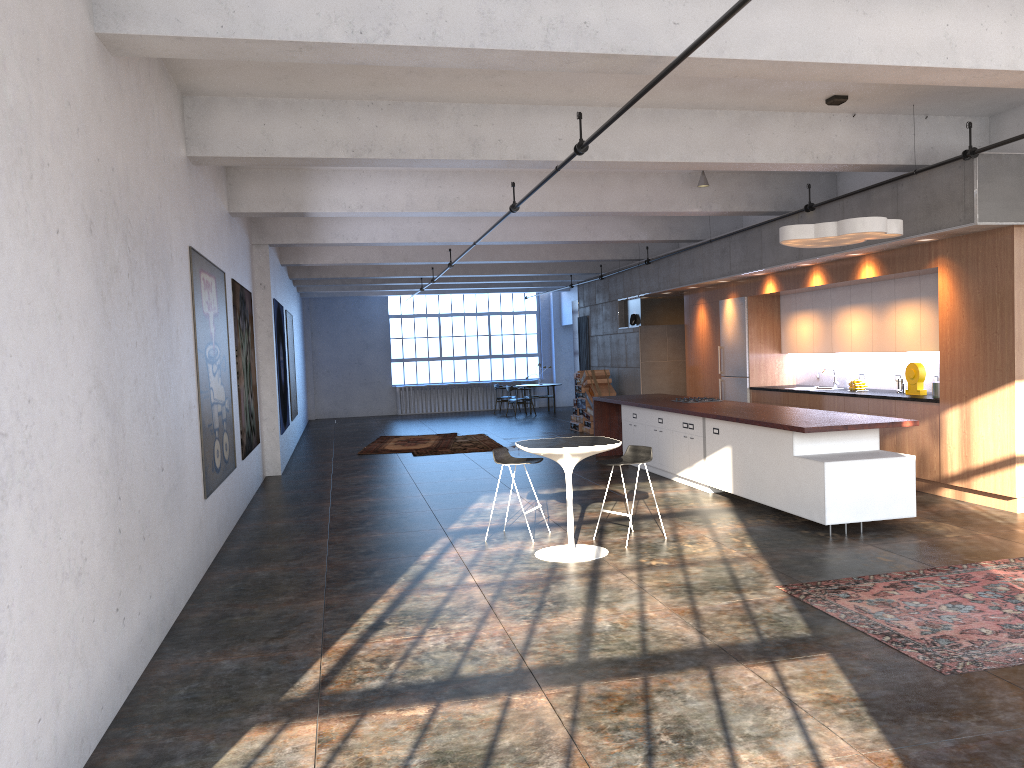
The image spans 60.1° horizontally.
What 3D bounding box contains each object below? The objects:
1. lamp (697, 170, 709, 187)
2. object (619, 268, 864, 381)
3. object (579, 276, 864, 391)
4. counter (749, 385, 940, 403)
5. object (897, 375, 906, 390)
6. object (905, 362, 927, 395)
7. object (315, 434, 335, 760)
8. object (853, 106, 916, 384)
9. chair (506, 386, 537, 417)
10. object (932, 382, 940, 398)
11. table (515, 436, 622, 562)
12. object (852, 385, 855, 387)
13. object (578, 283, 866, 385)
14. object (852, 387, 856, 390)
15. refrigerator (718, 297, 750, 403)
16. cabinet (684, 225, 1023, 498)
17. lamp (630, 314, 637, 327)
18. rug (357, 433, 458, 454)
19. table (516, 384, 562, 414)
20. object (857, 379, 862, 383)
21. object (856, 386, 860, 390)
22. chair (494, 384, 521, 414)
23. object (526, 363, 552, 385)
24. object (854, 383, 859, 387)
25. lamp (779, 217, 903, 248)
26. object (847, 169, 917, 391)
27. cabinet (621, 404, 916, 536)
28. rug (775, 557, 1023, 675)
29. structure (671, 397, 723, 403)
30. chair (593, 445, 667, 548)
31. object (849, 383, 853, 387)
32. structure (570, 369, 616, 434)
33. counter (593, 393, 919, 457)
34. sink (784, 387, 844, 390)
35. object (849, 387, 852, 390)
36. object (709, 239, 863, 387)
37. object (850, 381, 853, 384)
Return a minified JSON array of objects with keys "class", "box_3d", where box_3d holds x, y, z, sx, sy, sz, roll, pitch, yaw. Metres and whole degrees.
[{"class":"lamp","box_3d":[2.437,-2.630,11.292,0.153,0.216,0.158,-1,3,25]},{"class":"object","box_3d":[4.594,-0.030,11.635,0.062,0.053,0.052,0,3,36]},{"class":"object","box_3d":[4.564,0.059,11.567,0.072,0.063,0.065,0,4,43]},{"class":"counter","box_3d":[4.883,0.089,11.705,1.621,0.039,4.416,-3,2,-11]},{"class":"object","box_3d":[4.837,-0.010,10.986,0.060,0.210,0.143,-3,3,-11]},{"class":"object","box_3d":[4.695,-0.060,10.308,0.100,0.382,0.272,-3,3,-11]},{"class":"object","box_3d":[2.887,1.255,14.322,19.916,0.001,26.935,-3,2,-12]},{"class":"object","box_3d":[4.476,-0.030,11.559,0.057,0.060,0.053,-2,3,11]},{"class":"chair","box_3d":[0.224,0.457,24.070,0.684,0.865,0.715,-4,3,-25]},{"class":"object","box_3d":[4.689,0.062,9.666,0.187,0.170,0.194,0,3,37]},{"class":"table","box_3d":[0.485,0.963,7.464,0.835,0.953,0.821,-3,3,-12]},{"class":"object","box_3d":[4.503,0.037,11.671,0.053,0.053,0.061,-4,3,-30]},{"class":"object","box_3d":[4.593,-0.016,11.577,0.052,0.052,0.062,0,3,36]},{"class":"object","box_3d":[4.478,0.062,11.590,0.062,0.053,0.052,-3,3,-25]},{"class":"refrigerator","box_3d":[3.607,-0.266,14.161,0.222,2.194,0.945,-3,3,-14]},{"class":"cabinet","box_3d":[5.098,-0.365,12.492,2.400,2.565,8.026,-3,2,-11]},{"class":"lamp","box_3d":[2.427,-1.265,17.611,0.215,0.259,0.168,-4,3,-31]},{"class":"rug","box_3d":[-1.984,1.156,17.641,1.880,0.048,3.511,-2,2,-2]},{"class":"table","box_3d":[0.779,0.448,25.174,1.285,0.852,1.333,-1,3,32]},{"class":"object","box_3d":[4.525,-0.035,11.542,0.064,0.051,0.052,-3,3,-20]},{"class":"object","box_3d":[4.507,0.056,11.542,0.051,0.057,0.061,-1,3,25]},{"class":"chair","box_3d":[-0.150,0.425,25.411,0.666,0.865,0.734,-2,3,15]},{"class":"object","box_3d":[0.755,-0.294,25.118,0.780,0.625,0.237,-3,3,-11]},{"class":"object","box_3d":[4.736,-1.283,17.340,0.062,2.213,11.814,-2,2,3]},{"class":"lamp","box_3d":[3.129,-1.425,8.384,1.058,0.130,1.026,-1,2,34]},{"class":"object","box_3d":[4.894,0.284,18.124,0.950,1.216,13.157,-2,2,0]},{"class":"cabinet","box_3d":[2.611,0.798,10.531,0.930,0.931,5.593,-3,2,-11]},{"class":"rug","box_3d":[3.423,1.368,5.701,2.910,0.029,1.836,-3,2,-13]},{"class":"structure","box_3d":[2.514,0.228,12.054,0.516,0.072,0.633,-3,2,-12]},{"class":"chair","box_3d":[1.040,1.015,7.926,0.515,0.896,0.454,-4,4,-35]},{"class":"object","box_3d":[3.737,-1.083,12.521,0.054,2.231,2.363,-5,4,-36]},{"class":"structure","box_3d":[1.660,0.346,18.734,0.643,1.317,1.894,-3,3,-11]},{"class":"counter","box_3d":[2.504,0.752,11.126,1.152,0.972,6.590,-3,2,-11]},{"class":"sink","box_3d":[4.252,0.158,12.487,0.527,0.192,0.722,-3,2,-12]},{"class":"object","box_3d":[4.219,-1.011,10.161,0.057,2.312,2.928,-2,3,8]},{"class":"object","box_3d":[4.545,0.008,11.556,0.052,0.053,0.062,-3,3,-5]},{"class":"object","box_3d":[3.305,-1.143,14.711,0.054,2.171,6.769,-4,2,-19]}]
